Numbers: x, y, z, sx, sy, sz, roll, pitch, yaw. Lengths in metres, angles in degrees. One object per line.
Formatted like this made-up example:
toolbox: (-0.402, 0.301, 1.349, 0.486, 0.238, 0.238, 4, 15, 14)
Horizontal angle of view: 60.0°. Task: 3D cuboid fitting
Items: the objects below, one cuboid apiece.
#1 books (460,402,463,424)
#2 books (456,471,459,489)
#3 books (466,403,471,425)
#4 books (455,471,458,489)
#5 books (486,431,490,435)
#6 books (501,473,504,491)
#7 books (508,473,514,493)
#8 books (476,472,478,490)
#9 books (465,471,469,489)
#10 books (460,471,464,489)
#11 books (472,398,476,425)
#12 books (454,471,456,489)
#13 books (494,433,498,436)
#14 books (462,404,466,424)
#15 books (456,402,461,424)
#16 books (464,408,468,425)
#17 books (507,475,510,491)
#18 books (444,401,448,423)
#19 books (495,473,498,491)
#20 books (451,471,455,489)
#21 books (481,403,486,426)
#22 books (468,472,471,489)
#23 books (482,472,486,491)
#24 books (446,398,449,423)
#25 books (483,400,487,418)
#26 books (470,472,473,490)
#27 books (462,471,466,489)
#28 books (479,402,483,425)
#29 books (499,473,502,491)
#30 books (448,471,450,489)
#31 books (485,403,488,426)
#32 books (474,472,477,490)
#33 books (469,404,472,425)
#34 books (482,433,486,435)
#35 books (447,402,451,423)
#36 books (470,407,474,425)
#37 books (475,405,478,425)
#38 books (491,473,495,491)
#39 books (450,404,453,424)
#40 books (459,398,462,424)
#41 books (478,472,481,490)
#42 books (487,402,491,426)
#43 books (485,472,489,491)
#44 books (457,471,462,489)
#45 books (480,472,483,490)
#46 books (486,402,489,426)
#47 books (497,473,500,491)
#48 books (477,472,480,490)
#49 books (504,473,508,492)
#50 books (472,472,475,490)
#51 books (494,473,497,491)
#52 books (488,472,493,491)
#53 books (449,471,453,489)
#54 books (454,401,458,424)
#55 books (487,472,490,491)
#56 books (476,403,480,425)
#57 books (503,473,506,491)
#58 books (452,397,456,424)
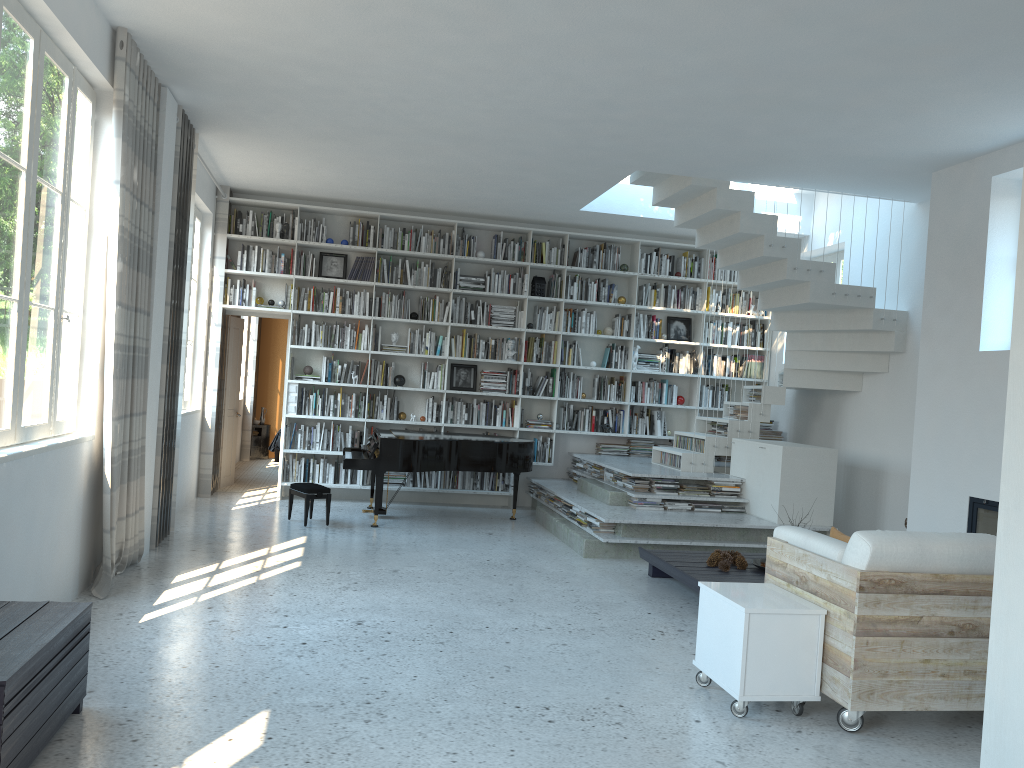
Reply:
books: (-0.573, 0.322, 9.920, 0.021, 0.244, 0.141, 4, 0, -11)
books: (-0.618, 1.039, 9.928, 0.012, 0.255, 0.150, 4, 0, -11)
books: (-0.494, 0.331, 9.915, 0.029, 0.238, 0.165, 4, 0, -11)
books: (-0.628, 1.028, 9.925, 0.012, 0.276, 0.154, 4, 0, -11)
books: (-0.282, 0.687, 9.904, 0.013, 0.303, 0.181, 4, 0, -11)
books: (-0.122, 1.086, 10.015, 0.028, 0.227, 0.162, 4, 0, -11)
books: (-0.012, 1.073, 9.964, 0.038, 0.269, 0.277, 4, 0, -11)
books: (-0.401, 1.013, 9.946, 0.014, 0.336, 0.182, 4, 0, -11)
books: (-0.515, 1.056, 9.945, 0.030, 0.234, 0.138, 4, 0, -11)
books: (-0.573, 1.071, 9.943, 0.030, 0.197, 0.143, 4, 0, -11)
books: (-0.432, 0.308, 9.938, 0.026, 0.291, 0.152, 4, 0, -11)
books: (-0.641, 1.046, 9.919, 0.012, 0.239, 0.128, 4, 0, -11)
books: (-0.192, 0.698, 9.926, 0.015, 0.293, 0.169, 4, 0, -11)
books: (-0.548, 0.338, 9.903, 0.023, 0.217, 0.174, 4, 0, -11)
books: (-0.606, 0.320, 9.898, 0.027, 0.245, 0.179, 4, 0, -11)
books: (-0.523, 0.356, 9.903, 0.029, 0.184, 0.174, 4, 0, -11)
books: (-0.057, 1.114, 10.026, 0.023, 0.182, 0.148, 4, 0, -11)
books: (-0.747, 0.311, 9.883, 0.029, 0.244, 0.154, 4, 0, -11)
books: (-0.183, 1.067, 9.992, 0.011, 0.258, 0.171, 4, 0, -11)
books: (-0.658, 1.040, 9.919, 0.022, 0.247, 0.143, 4, 0, -11)
books: (-0.328, 0.339, 9.948, 0.026, 0.245, 0.191, 4, 0, -11)
books: (-0.486, 1.045, 9.950, 0.028, 0.261, 0.132, 4, 0, -11)
books: (-0.316, 1.084, 9.957, 0.010, 0.206, 0.180, 4, 0, -11)
books: (-0.725, 0.297, 9.880, 0.011, 0.275, 0.145, 4, 0, -11)
books: (-0.311, 0.319, 9.975, 0.014, 0.286, 0.134, 4, 0, -11)
books: (-0.461, 1.075, 9.953, 0.024, 0.203, 0.144, 4, 0, -11)
books: (-0.540, 1.025, 9.936, 0.026, 0.294, 0.155, 4, 0, -11)
books: (-0.358, 0.332, 9.970, 0.025, 0.254, 0.136, 4, 0, -11)
books: (-0.145, 1.096, 9.999, 0.022, 0.205, 0.191, 4, 0, -11)
books: (-0.703, 0.992, 9.898, 0.012, 0.337, 0.144, 4, 0, -11)
books: (-0.299, 0.338, 9.971, 0.011, 0.251, 0.158, 4, 0, -11)
books: (-0.424, 1.073, 9.952, 0.022, 0.213, 0.167, 4, 0, -11)
books: (-0.476, 0.336, 9.929, 0.013, 0.230, 0.138, 4, 0, -11)
books: (-0.323, 0.693, 9.910, 0.012, 0.285, 0.159, 4, 0, -11)
books: (-0.705, 0.319, 9.873, 0.027, 0.234, 0.167, 4, 0, -11)
books: (-0.457, 0.354, 9.921, 0.023, 0.196, 0.165, 4, 0, -11)
books: (-0.411, 0.346, 9.952, 0.025, 0.220, 0.140, 4, 0, -11)
books: (-0.218, 1.035, 9.975, 0.013, 0.317, 0.186, 4, 0, -11)
books: (-0.684, 0.333, 9.890, 0.024, 0.208, 0.170, 4, 0, -11)
books: (-0.585, 0.303, 9.898, 0.013, 0.282, 0.166, 4, 0, -11)
books: (-0.374, 1.052, 9.969, 0.024, 0.262, 0.131, 4, 0, -11)
books: (-0.266, 0.333, 9.960, 0.028, 0.264, 0.161, 4, 0, -11)
books: (-0.297, 1.083, 9.966, 0.029, 0.210, 0.170, 4, 0, -11)
books: (-0.595, 1.065, 9.908, 0.028, 0.206, 0.174, 4, 0, -11)
books: (-0.346, 1.079, 9.984, 0.040, 0.212, 0.129, 4, 0, -11)
books: (-0.286, 0.333, 9.963, 0.010, 0.261, 0.181, 4, 0, -11)
books: (-0.169, 1.101, 10.005, 0.024, 0.191, 0.155, 4, 0, -11)
books: (-0.389, 1.038, 9.950, 0.014, 0.288, 0.184, 4, 0, -11)
books: (-0.079, 1.094, 10.009, 0.029, 0.218, 0.191, 4, 0, -11)
books: (-0.438, 1.036, 9.944, 0.013, 0.285, 0.184, 4, 0, -11)
books: (-0.205, 1.075, 10.003, 0.028, 0.239, 0.140, 4, 0, -11)
books: (-0.248, 1.066, 9.966, 0.044, 0.251, 0.187, 4, 0, -11)
books: (-0.681, 1.006, 9.903, 0.034, 0.311, 0.170, 4, 0, -11)
books: (-0.635, 0.317, 9.910, 0.024, 0.247, 0.132, 4, 0, -11)
books: (-0.275, 1.043, 9.970, 0.011, 0.292, 0.184, 4, 0, -11)
books: (-0.383, 0.339, 9.950, 0.031, 0.237, 0.159, 4, 0, -11)
books: (-0.099, 1.074, 10.011, 0.013, 0.256, 0.176, 4, 0, -11)
books: (-0.659, 0.294, 9.911, 0.027, 0.290, 0.140, 4, 0, -11)
